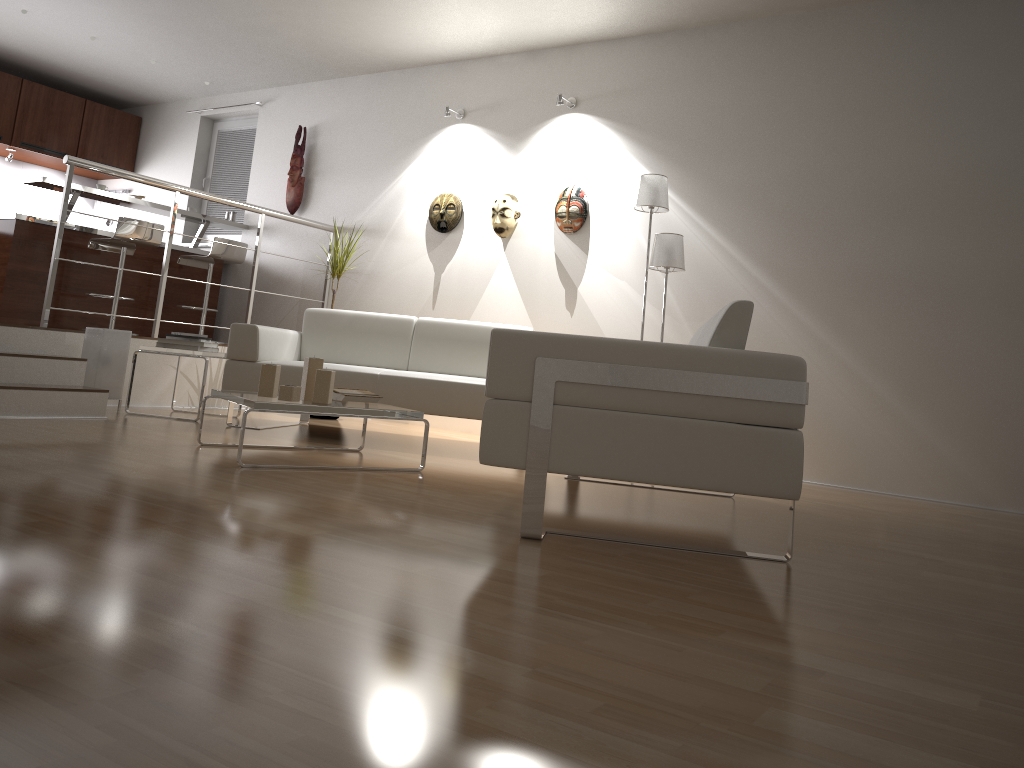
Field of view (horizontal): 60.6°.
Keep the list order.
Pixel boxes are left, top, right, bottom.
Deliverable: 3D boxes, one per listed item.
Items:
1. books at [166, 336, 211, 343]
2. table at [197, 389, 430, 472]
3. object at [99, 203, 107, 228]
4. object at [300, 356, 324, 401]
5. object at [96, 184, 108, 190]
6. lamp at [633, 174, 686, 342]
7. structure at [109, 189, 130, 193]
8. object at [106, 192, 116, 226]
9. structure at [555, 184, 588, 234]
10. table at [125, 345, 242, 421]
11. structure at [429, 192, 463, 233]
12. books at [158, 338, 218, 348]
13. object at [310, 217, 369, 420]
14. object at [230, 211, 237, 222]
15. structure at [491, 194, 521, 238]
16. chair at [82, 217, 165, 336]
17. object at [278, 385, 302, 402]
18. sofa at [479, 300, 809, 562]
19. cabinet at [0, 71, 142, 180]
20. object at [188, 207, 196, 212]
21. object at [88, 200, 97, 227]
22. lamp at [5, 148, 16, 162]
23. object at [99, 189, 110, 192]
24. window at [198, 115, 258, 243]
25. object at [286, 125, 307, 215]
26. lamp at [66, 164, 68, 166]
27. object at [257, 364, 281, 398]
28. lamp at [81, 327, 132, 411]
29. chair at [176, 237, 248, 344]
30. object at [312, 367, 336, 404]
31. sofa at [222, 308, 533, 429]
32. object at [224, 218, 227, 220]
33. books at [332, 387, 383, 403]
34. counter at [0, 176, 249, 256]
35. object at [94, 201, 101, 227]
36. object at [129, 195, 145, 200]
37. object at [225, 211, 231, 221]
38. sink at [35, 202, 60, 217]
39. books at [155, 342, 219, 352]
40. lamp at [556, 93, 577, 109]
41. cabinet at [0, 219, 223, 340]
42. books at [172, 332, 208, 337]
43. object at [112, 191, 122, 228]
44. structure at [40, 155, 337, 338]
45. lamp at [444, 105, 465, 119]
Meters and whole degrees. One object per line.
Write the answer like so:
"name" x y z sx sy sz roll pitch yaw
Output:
"books" -1.963 -0.270 5.318 0.216 0.015 0.150 6 1 3
"table" -0.880 0.197 3.840 0.786 0.253 0.699 5 0 -32
"object" -4.203 -1.796 9.028 0.107 0.385 0.020 1 -9 33
"object" -0.863 -0.027 3.777 0.066 0.200 0.066 10 -8 -31
"object" -3.161 -1.509 6.744 0.079 0.046 0.066 6 -2 -13
"lamp" 0.803 -0.376 4.978 0.206 1.702 0.363 11 -10 -37
"structure" -4.146 -1.988 9.069 0.599 0.034 0.048 6 -2 33
"object" -4.097 -1.792 8.984 0.091 0.372 0.042 1 -9 32
"structure" 0.390 -1.207 6.007 0.265 0.361 0.074 2 -8 33
"table" -1.979 -0.007 5.373 0.465 0.407 0.542 5 -2 8
"structure" -0.518 -1.298 6.598 0.318 0.322 0.068 3 -8 33
"books" -1.965 -0.249 5.315 0.287 0.027 0.224 6 1 3
"object" -1.310 -0.499 6.355 0.493 1.502 0.439 12 -10 -43
"object" -2.503 -1.491 7.857 0.053 0.114 0.051 3 -7 17
"structure" -0.073 -1.213 6.268 0.243 0.335 0.127 2 -8 34
"chair" -2.926 -0.800 6.543 0.426 0.864 0.381 1 -8 37
"object" -0.915 0.032 3.609 0.067 0.075 0.066 4 -4 18
"sofa" 0.480 0.086 3.317 0.907 0.750 1.759 5 -1 8
"cabinet" -4.840 -2.509 8.048 0.652 0.645 2.678 3 -1 33
"object" -2.728 -1.478 7.473 0.079 0.046 0.067 6 -2 -20
"object" -4.364 -1.811 9.126 0.065 0.389 0.032 0 -9 33
"lamp" -4.622 -2.103 8.059 0.079 0.127 0.079 7 -6 -17
"object" -3.175 -1.487 6.731 0.140 0.008 0.128 6 1 36
"window" -2.647 -1.925 8.316 0.845 1.291 0.139 2 -9 33
"object" -1.849 -1.840 7.549 0.150 0.804 0.148 7 -8 -12
"lamp" -4.308 -2.080 8.537 0.079 0.127 0.079 7 -6 -17
"object" -1.040 -0.021 3.759 0.067 0.153 0.066 5 -7 3
"lamp" -2.459 -0.092 5.268 0.199 0.490 0.188 1 -8 33
"chair" -2.495 -0.768 7.198 0.426 0.864 0.379 2 -7 29
"object" -0.790 0.004 3.683 0.067 0.154 0.066 5 -7 3
"sofa" -0.663 -0.051 5.169 1.784 0.753 0.893 5 -3 8
"object" -2.552 -1.462 7.817 0.051 0.046 0.050 6 -3 -10
"books" -0.768 0.048 4.086 0.201 0.057 0.292 5 0 -42
"counter" -3.203 -1.332 7.319 0.841 0.323 2.071 5 0 33
"object" -4.300 -1.807 9.099 0.033 0.384 0.007 0 -10 33
"object" -3.029 -1.504 7.110 0.130 0.042 0.138 5 0 35
"object" -2.556 -1.495 7.883 0.053 0.111 0.051 3 -7 17
"sink" -4.407 -1.478 8.705 0.602 0.589 0.661 3 -4 33
"books" -1.968 -0.222 5.311 0.288 0.027 0.224 6 1 13
"lamp" 0.371 -1.975 6.110 0.080 0.110 0.188 2 -3 33
"cabinet" -3.374 -0.804 7.191 0.635 0.762 1.820 2 -2 33
"books" -1.960 -0.299 5.322 0.150 0.015 0.216 5 1 -37
"object" -4.007 -1.773 8.897 0.071 0.389 0.023 0 -9 33
"structure" -2.140 -0.823 6.220 0.057 1.067 2.289 0 -4 33
"lamp" -0.447 -2.061 6.648 0.080 0.110 0.188 2 -3 33
